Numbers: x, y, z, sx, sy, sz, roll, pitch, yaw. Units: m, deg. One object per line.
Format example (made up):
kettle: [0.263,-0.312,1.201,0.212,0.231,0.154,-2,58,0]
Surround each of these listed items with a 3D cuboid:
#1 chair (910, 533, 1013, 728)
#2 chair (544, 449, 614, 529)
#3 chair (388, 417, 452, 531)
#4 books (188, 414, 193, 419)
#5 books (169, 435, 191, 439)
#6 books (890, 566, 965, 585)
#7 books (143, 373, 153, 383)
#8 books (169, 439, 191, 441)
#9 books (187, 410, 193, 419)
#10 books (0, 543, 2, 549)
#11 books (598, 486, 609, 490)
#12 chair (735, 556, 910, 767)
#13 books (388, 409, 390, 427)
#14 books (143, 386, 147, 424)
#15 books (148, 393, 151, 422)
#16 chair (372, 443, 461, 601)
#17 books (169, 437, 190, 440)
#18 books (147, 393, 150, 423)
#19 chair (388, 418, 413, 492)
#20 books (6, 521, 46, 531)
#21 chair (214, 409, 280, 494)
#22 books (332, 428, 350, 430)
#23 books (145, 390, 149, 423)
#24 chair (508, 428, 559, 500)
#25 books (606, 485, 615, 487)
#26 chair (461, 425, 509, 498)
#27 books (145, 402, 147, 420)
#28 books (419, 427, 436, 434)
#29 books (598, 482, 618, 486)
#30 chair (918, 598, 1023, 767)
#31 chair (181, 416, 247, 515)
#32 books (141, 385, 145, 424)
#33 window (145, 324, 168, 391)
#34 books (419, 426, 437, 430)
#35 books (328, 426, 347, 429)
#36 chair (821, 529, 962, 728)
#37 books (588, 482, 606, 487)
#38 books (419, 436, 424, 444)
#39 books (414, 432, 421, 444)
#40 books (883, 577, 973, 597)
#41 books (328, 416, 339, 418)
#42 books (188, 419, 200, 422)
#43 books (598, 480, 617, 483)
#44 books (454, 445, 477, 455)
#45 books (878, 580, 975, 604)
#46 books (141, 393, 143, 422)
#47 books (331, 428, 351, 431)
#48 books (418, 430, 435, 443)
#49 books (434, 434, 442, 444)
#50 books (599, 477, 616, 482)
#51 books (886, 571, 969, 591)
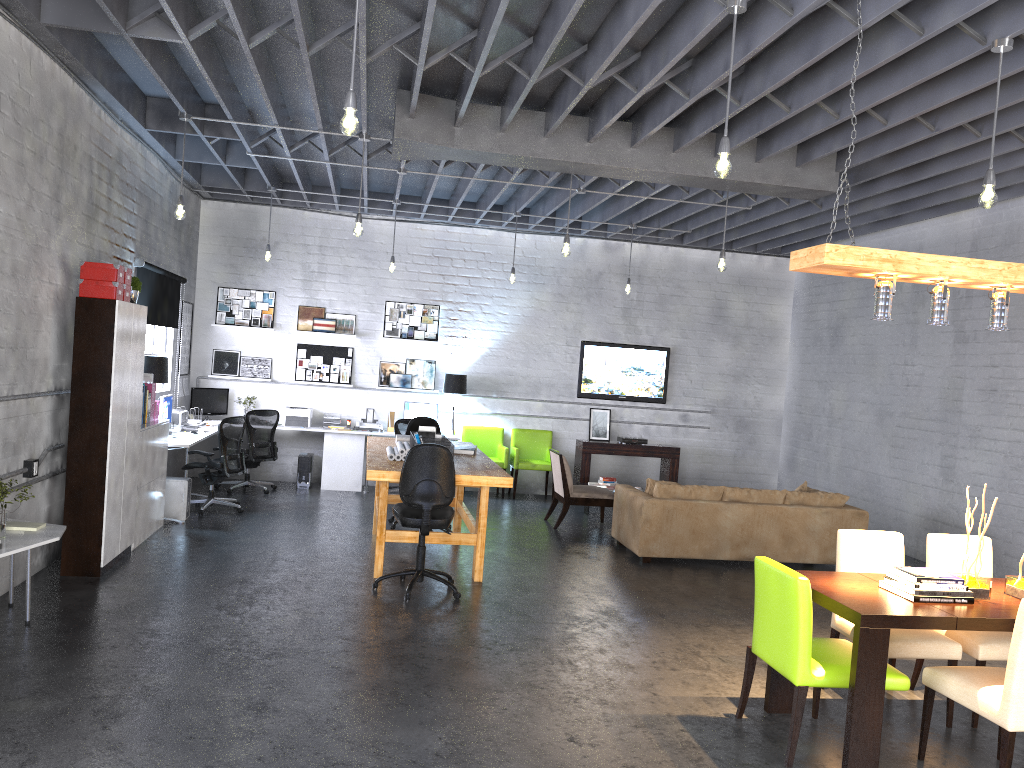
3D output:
chair: [2.728,1.403,5.142,0.491,0.959,0.615,4,2,-9]
chair: [0.808,1.220,10.246,0.725,0.842,0.574,4,2,-9]
chair: [-0.929,0.945,9.385,0.659,1.165,0.686,4,2,-11]
books: [-3.986,0.415,11.026,0.037,0.076,0.102,4,1,6]
books: [-3.395,0.536,8.996,0.212,0.010,0.170,5,1,17]
books: [2.089,0.965,4.467,0.251,0.030,0.236,4,1,-8]
books: [-3.421,0.030,8.197,0.192,0.267,0.060,4,2,-9]
books: [-3.397,0.559,8.990,0.213,0.012,0.158,5,1,16]
books: [-4.006,0.382,11.018,0.017,0.121,0.183,4,1,6]
books: [-3.028,0.909,4.958,0.185,0.031,0.250,5,1,33]
books: [1.097,1.320,11.300,0.174,0.045,0.240,4,1,-20]
chair: [1.553,1.366,4.465,0.609,0.909,0.636,4,2,-9]
books: [-1.660,0.486,11.971,0.036,0.296,0.210,4,2,-9]
books: [-3.368,0.179,7.908,0.197,0.339,0.065,4,2,-9]
books: [-3.418,0.208,8.090,0.220,0.271,0.082,4,2,-9]
chair: [-0.707,1.011,6.825,0.659,1.165,0.686,4,2,-11]
books: [-3.399,0.547,8.992,0.209,0.012,0.158,5,1,14]
books: [-3.409,0.212,8.030,0.219,0.267,0.060,4,2,-4]
chair: [-1.361,0.939,11.450,0.732,1.032,0.752,3,2,-41]
books: [-3.099,0.896,5.593,0.248,0.021,0.176,4,1,-10]
chair: [-3.273,0.806,10.979,0.752,1.032,0.732,5,2,14]
books: [-2.248,0.579,11.581,0.211,0.014,0.148,4,1,-35]
books: [-3.368,0.198,7.984,0.159,0.299,0.026,4,2,-9]
chair: [0.290,1.103,12.262,0.611,0.921,0.515,4,2,-9]
books: [1.232,1.330,11.634,0.223,0.032,0.161,4,1,-29]
chair: [-0.394,1.054,12.149,0.611,0.921,0.515,4,2,-9]
books: [-3.369,0.215,7.958,0.161,0.266,0.026,4,2,-9]
books: [-0.817,0.523,8.536,0.158,0.200,0.082,4,2,-9]
books: [1.262,1.304,11.632,0.161,0.026,0.223,3,1,-40]
chair: [2.305,1.392,4.090,0.491,0.959,0.615,4,2,-9]
chair: [-3.212,0.839,9.513,0.753,1.032,0.731,4,2,-6]
books: [-3.354,0.178,7.849,0.176,0.346,0.052,4,2,-9]
window: [-3.971,-0.515,9.645,0.030,1.220,1.820,4,1,-9]
books: [-0.819,0.516,8.567,0.171,0.210,0.046,4,2,-9]
books: [-2.272,0.563,11.573,0.211,0.014,0.148,4,1,5]
chair: [2.150,1.362,5.046,0.491,0.959,0.615,4,2,-9]
books: [1.088,1.282,11.319,0.223,0.027,0.161,4,1,0]
books: [-0.746,0.544,7.484,0.097,0.209,0.157,4,2,-9]
books: [-0.780,0.529,7.493,0.108,0.234,0.166,4,2,-9]
books: [2.087,1.019,4.458,0.315,0.026,0.270,4,1,-9]
books: [-2.405,0.443,11.881,0.134,0.008,0.203,4,1,-26]
books: [-3.923,0.435,10.712,0.297,0.006,0.210,4,1,-9]
books: [1.252,1.278,11.633,0.208,0.024,0.144,4,1,-24]
books: [-0.460,0.620,8.426,0.244,0.067,0.298,4,1,0]
books: [2.083,1.049,4.471,0.324,0.035,0.305,4,1,-9]
books: [-3.339,0.210,7.775,0.174,0.286,0.044,4,2,-9]
books: [-2.235,0.594,11.596,0.211,0.014,0.148,3,2,-45]
books: [-0.778,0.529,7.997,0.158,0.214,0.063,4,2,-9]
books: [-0.717,0.547,8.039,0.143,0.188,0.061,4,2,-9]
books: [1.255,1.246,11.625,0.185,0.041,0.128,4,1,-15]
books: [2.087,0.993,4.468,0.282,0.026,0.266,4,1,-7]
